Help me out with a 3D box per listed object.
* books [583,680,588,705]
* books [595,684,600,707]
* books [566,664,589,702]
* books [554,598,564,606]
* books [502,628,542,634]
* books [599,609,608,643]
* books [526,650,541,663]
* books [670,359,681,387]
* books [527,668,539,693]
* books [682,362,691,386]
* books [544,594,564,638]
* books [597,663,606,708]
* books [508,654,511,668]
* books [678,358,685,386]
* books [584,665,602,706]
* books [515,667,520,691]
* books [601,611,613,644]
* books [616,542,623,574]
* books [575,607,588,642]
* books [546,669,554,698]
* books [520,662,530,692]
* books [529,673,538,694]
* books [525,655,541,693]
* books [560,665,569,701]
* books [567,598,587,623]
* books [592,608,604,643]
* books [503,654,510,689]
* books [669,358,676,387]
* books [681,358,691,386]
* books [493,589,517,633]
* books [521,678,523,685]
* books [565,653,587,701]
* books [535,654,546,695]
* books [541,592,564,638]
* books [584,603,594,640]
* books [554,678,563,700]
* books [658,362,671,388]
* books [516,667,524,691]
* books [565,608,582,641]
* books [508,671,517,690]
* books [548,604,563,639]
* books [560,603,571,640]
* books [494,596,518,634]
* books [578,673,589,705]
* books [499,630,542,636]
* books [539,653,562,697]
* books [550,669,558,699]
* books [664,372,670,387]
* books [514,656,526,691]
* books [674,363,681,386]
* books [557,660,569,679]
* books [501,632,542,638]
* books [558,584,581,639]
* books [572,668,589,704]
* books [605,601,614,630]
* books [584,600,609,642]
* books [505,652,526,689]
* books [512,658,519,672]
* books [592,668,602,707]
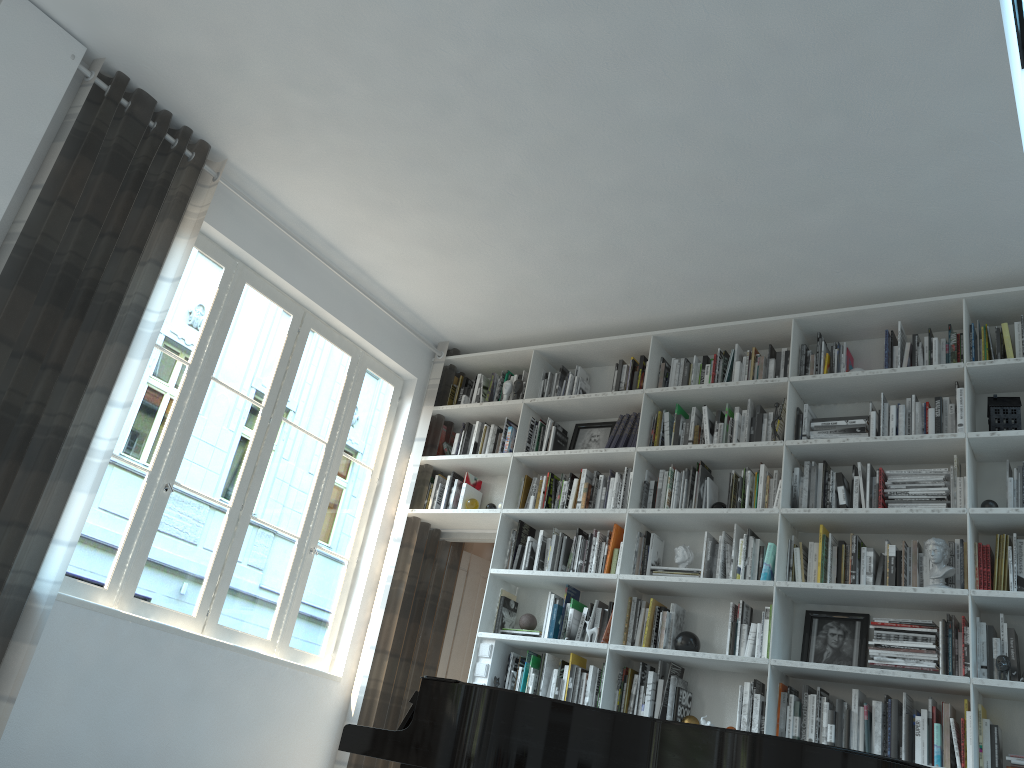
[{"bbox_3d":[0.424,1.694,4.732,0.023,0.193,0.140,-5,-29,33],"label":"books"},{"bbox_3d":[0.485,1.692,4.685,0.041,0.180,0.142,-5,-29,33],"label":"books"},{"bbox_3d":[0.353,1.661,4.772,0.028,0.259,0.182,-5,-29,33],"label":"books"},{"bbox_3d":[0.271,1.359,5.036,0.031,0.254,0.144,-5,-29,33],"label":"books"},{"bbox_3d":[0.092,1.442,5.119,0.254,0.012,0.161,-6,-29,34],"label":"books"},{"bbox_3d":[0.531,1.351,4.845,0.027,0.208,0.144,-5,-29,33],"label":"books"},{"bbox_3d":[0.099,1.667,4.967,0.006,0.313,0.146,-5,-29,33],"label":"books"},{"bbox_3d":[0.996,-0.001,5.312,0.031,0.253,0.146,-5,-29,33],"label":"books"},{"bbox_3d":[0.139,1.700,4.904,0.015,0.218,0.191,-5,-29,33],"label":"books"},{"bbox_3d":[1.056,0.005,5.240,0.029,0.207,0.179,-5,-29,33],"label":"books"},{"bbox_3d":[0.246,1.350,5.049,0.024,0.271,0.151,-5,-29,33],"label":"books"},{"bbox_3d":[0.507,1.634,4.676,0.014,0.285,0.180,-5,-29,33],"label":"books"},{"bbox_3d":[0.011,1.692,5.031,0.016,0.288,0.153,-5,-29,33],"label":"books"},{"bbox_3d":[1.037,-0.004,5.282,0.023,0.250,0.171,-5,-29,33],"label":"books"},{"bbox_3d":[0.446,1.650,4.712,0.021,0.264,0.186,-5,-29,33],"label":"books"},{"bbox_3d":[0.071,1.714,4.964,0.015,0.217,0.177,-5,-29,33],"label":"books"},{"bbox_3d":[0.581,1.299,4.789,0.082,0.275,0.229,-5,-29,33],"label":"books"},{"bbox_3d":[0.635,1.016,4.976,0.031,0.222,0.145,-5,-29,33],"label":"books"},{"bbox_3d":[0.417,1.366,4.935,0.056,0.213,0.143,-5,-29,33],"label":"books"},{"bbox_3d":[0.239,1.698,4.869,0.045,0.229,0.138,-5,-29,33],"label":"books"},{"bbox_3d":[0.102,1.690,4.929,0.009,0.243,0.185,-5,-29,33],"label":"books"},{"bbox_3d":[0.148,1.710,4.887,0.016,0.188,0.184,-5,-29,33],"label":"books"},{"bbox_3d":[0.133,1.668,4.919,0.007,0.285,0.183,-5,-29,33],"label":"books"},{"bbox_3d":[0.320,1.672,4.804,0.026,0.253,0.177,-5,-29,33],"label":"books"},{"bbox_3d":[0.358,1.346,4.961,0.011,0.249,0.172,-5,-29,33],"label":"books"},{"bbox_3d":[0.502,1.350,4.853,0.030,0.206,0.173,-5,-29,33],"label":"books"},{"bbox_3d":[0.001,1.696,5.038,0.008,0.284,0.160,-5,-29,33],"label":"books"},{"bbox_3d":[0.987,-0.001,5.345,0.021,0.277,0.141,-5,-29,33],"label":"books"},{"bbox_3d":[1.050,-0.007,5.269,0.012,0.248,0.174,-5,-29,33],"label":"books"},{"bbox_3d":[-0.044,1.379,5.258,0.012,0.284,0.160,-5,-29,33],"label":"books"},{"bbox_3d":[0.100,1.697,4.946,0.014,0.242,0.171,-5,-29,33],"label":"books"},{"bbox_3d":[0.343,1.638,4.804,0.021,0.321,0.172,-5,-29,33],"label":"books"},{"bbox_3d":[0.193,1.657,4.885,0.019,0.299,0.180,-5,-29,33],"label":"books"},{"bbox_3d":[0.233,1.347,5.062,0.012,0.284,0.160,-5,-29,33],"label":"books"},{"bbox_3d":[0.449,1.351,4.921,0.013,0.240,0.142,-5,-29,33],"label":"books"},{"bbox_3d":[0.285,1.702,4.797,0.029,0.181,0.191,-5,-29,33],"label":"books"},{"bbox_3d":[0.929,0.010,5.346,0.029,0.236,0.157,-5,-29,33],"label":"books"},{"bbox_3d":[0.077,1.708,4.947,0.015,0.216,0.180,-5,-29,33],"label":"books"},{"bbox_3d":[0.362,1.366,4.929,0.029,0.189,0.189,-5,-29,33],"label":"books"},{"bbox_3d":[0.034,1.717,4.952,0.019,0.188,0.194,-5,-29,33],"label":"books"},{"bbox_3d":[0.277,1.365,4.988,0.029,0.207,0.190,-5,-29,33],"label":"books"},{"bbox_3d":[0.333,1.369,4.999,0.030,0.230,0.148,-5,-29,33],"label":"books"},{"bbox_3d":[-0.036,1.392,5.231,0.028,0.242,0.157,-5,-29,33],"label":"books"},{"bbox_3d":[0.406,1.679,4.750,0.025,0.228,0.153,-5,-29,33],"label":"books"},{"bbox_3d":[0.086,1.449,5.110,0.285,0.012,0.160,-8,-31,37],"label":"books"},{"bbox_3d":[0.213,1.658,4.887,0.012,0.305,0.190,-5,-29,33],"label":"books"},{"bbox_3d":[0.260,1.688,4.837,0.027,0.229,0.159,-5,-29,33],"label":"books"},{"bbox_3d":[0.954,0.039,5.331,0.024,0.182,0.134,-5,-29,33],"label":"books"},{"bbox_3d":[0.064,1.684,4.978,0.008,0.278,0.165,-5,-29,33],"label":"books"},{"bbox_3d":[1.013,0.011,5.286,0.023,0.219,0.182,-5,-29,33],"label":"books"},{"bbox_3d":[0.281,1.663,4.835,0.014,0.280,0.151,-5,-29,33],"label":"books"},{"bbox_3d":[0.085,1.461,5.107,0.254,0.012,0.161,-4,-28,31],"label":"books"},{"bbox_3d":[0.323,1.321,5.027,0.011,0.334,0.154,-5,-29,33],"label":"books"},{"bbox_3d":[0.378,1.666,4.758,0.028,0.248,0.159,-5,-29,33],"label":"books"},{"bbox_3d":[0.557,1.332,4.842,0.021,0.250,0.155,-5,-29,33],"label":"books"},{"bbox_3d":[0.473,1.336,4.892,0.060,0.254,0.159,-5,-29,33],"label":"books"},{"bbox_3d":[0.020,1.685,5.018,0.014,0.293,0.172,-5,-29,33],"label":"books"},{"bbox_3d":[0.039,1.691,4.986,0.007,0.263,0.177,-5,-29,33],"label":"books"},{"bbox_3d":[0.470,1.659,4.715,0.013,0.259,0.143,-5,-29,33],"label":"books"}]
